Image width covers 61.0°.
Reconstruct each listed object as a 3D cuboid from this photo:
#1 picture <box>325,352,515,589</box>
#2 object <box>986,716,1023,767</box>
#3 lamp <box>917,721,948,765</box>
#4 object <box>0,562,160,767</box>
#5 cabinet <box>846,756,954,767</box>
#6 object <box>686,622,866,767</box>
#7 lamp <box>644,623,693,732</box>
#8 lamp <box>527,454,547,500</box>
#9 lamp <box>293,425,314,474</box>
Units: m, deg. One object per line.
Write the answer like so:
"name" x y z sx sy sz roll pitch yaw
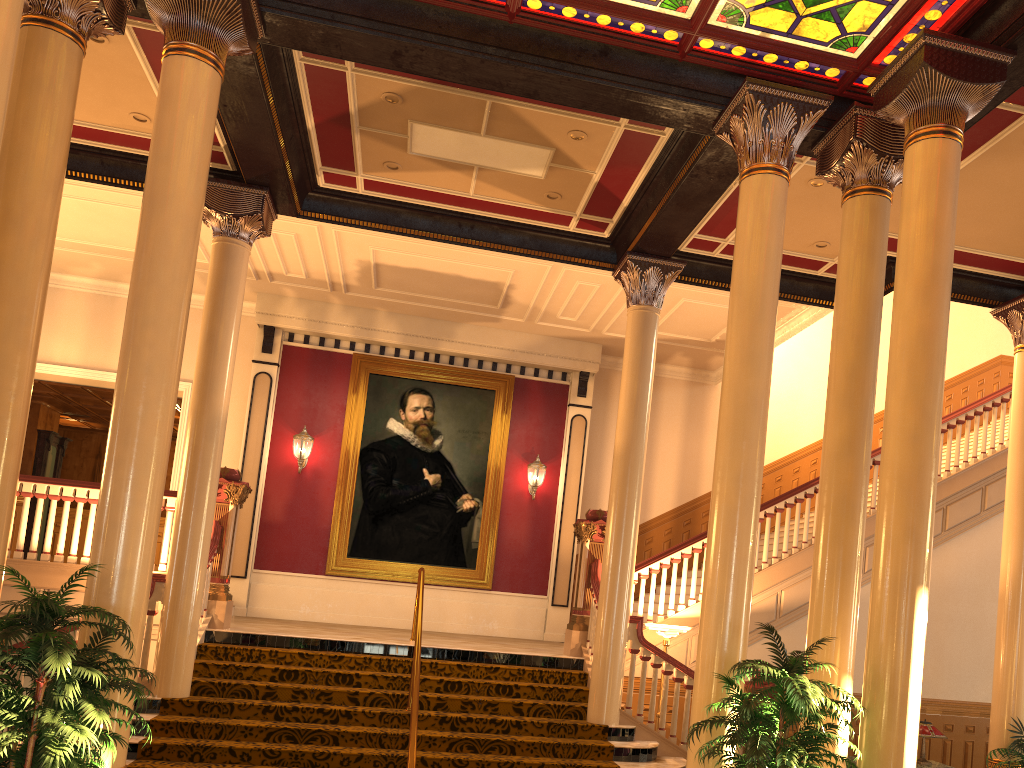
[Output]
"picture" -1.391 1.374 13.584 2.590 3.408 0.055 7 -5 -11
"object" 5.202 4.037 8.599 0.962 1.417 1.186 3 -9 20
"lamp" 4.174 3.635 8.815 0.326 0.414 0.318 7 -8 -12
"object" -2.469 1.971 4.484 1.115 2.124 1.017 8 -7 -20
"cabinet" 3.777 4.212 8.661 1.276 0.856 0.550 7 -7 -11
"object" 1.606 2.545 5.342 1.035 2.123 1.094 0 -8 39
"lamp" 1.671 3.737 9.840 0.572 1.986 0.596 5 -5 9
"lamp" 0.375 1.484 13.798 0.323 0.720 0.394 6 -7 -8
"lamp" -3.152 0.990 13.081 0.323 0.720 0.394 6 -7 -8
